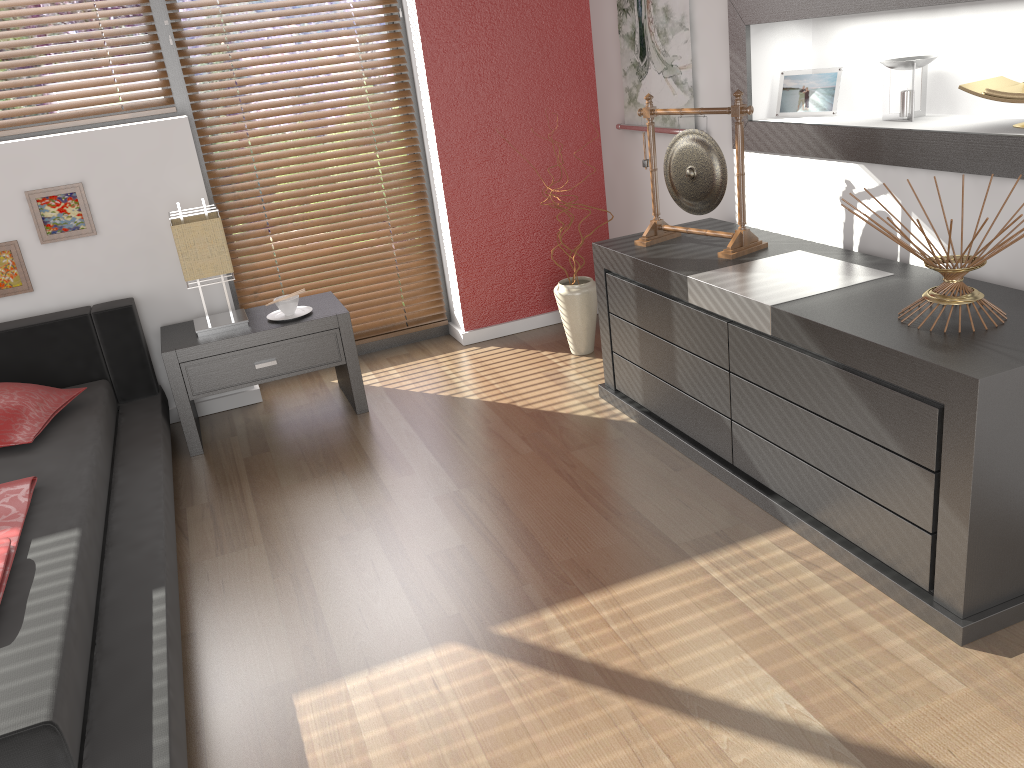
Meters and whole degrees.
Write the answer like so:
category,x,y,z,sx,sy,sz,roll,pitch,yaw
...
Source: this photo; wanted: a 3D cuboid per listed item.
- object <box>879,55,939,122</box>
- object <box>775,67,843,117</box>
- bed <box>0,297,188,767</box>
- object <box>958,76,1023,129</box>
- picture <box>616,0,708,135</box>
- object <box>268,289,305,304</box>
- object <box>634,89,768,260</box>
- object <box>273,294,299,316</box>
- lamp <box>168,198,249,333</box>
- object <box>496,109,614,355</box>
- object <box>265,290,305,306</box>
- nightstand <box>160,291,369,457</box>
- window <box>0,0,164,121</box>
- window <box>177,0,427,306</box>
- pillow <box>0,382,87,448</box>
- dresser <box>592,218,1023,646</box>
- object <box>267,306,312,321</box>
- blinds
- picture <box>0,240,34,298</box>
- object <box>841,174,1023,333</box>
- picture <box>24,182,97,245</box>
category,x,y,z,sx,sy,sz,roll,pitch,yaw
object,1.156,-0.860,2.591,0.159,0.171,0.159,4,24,28
object,0.981,-0.965,2.941,0.041,0.146,0.226,-24,26,-36
bed,-2.158,0.556,2.185,2.469,0.577,2.413,-14,22,-17
object,1.312,-0.691,2.181,0.181,0.116,0.350,-19,24,-26
picture,0.524,-1.619,3.420,0.028,1.270,0.701,-14,22,-17
object,-0.882,-0.343,3.474,0.007,0.007,0.192,7,25,33
object,0.594,-0.691,2.878,0.173,0.498,0.490,-21,25,-31
object,-0.879,-0.305,3.482,0.099,0.069,0.099,-5,21,6
lamp,-1.178,-0.468,3.414,0.200,0.480,0.200,-14,22,-17
object,0.198,-0.610,3.743,0.364,1.035,0.422,13,29,43
object,-0.881,-0.335,3.453,0.007,0.007,0.192,10,27,38
nightstand,-0.997,-0.057,3.579,0.700,0.423,0.413,-14,22,-17
window,-2.774,-1.207,3.152,2.817,0.786,0.020,-14,22,-17
window,-0.904,-1.168,3.923,0.889,1.893,0.020,-14,22,-17
pillow,-1.876,0.120,2.965,0.745,0.172,0.418,-7,21,1
dresser,0.862,-0.040,2.640,0.540,0.608,1.740,-14,22,-17
object,-0.875,-0.275,3.494,0.179,0.012,0.179,-5,21,6
blinds,-2.681,-0.650,3.299,4.840,1.952,0.032,-14,22,-17
picture,-1.946,-0.426,3.349,0.200,0.200,0.010,-14,22,-17
object,0.994,-0.285,1.992,0.481,0.282,0.481,8,26,35
picture,-1.712,-0.648,3.370,0.200,0.200,0.010,-14,22,-17
